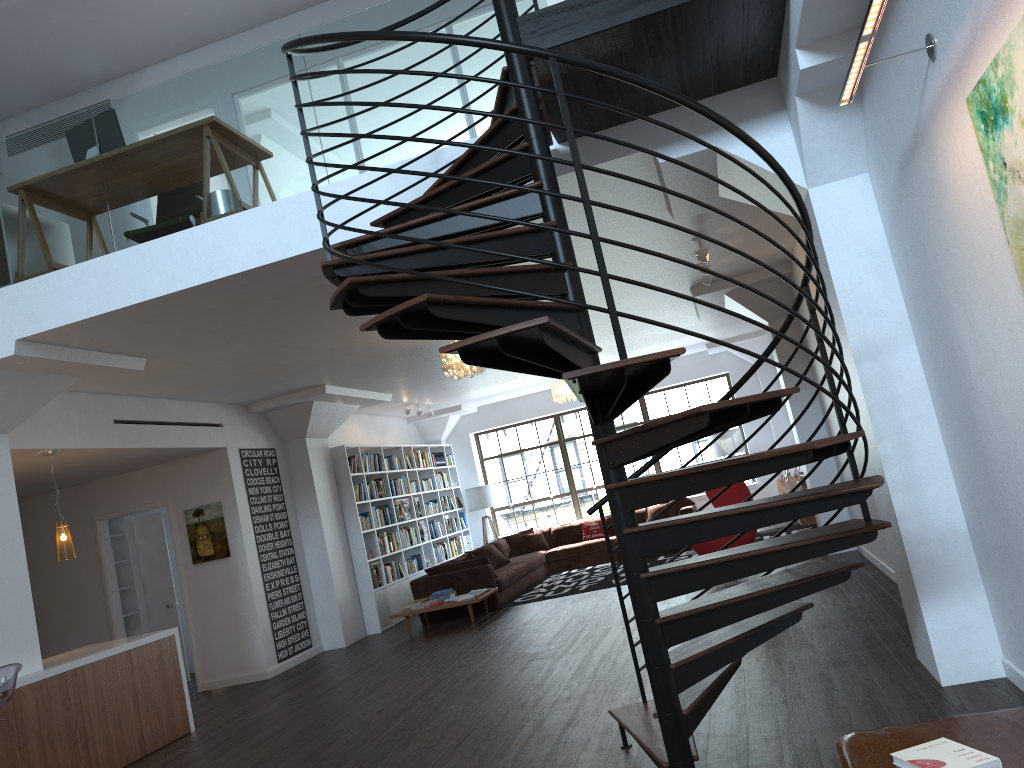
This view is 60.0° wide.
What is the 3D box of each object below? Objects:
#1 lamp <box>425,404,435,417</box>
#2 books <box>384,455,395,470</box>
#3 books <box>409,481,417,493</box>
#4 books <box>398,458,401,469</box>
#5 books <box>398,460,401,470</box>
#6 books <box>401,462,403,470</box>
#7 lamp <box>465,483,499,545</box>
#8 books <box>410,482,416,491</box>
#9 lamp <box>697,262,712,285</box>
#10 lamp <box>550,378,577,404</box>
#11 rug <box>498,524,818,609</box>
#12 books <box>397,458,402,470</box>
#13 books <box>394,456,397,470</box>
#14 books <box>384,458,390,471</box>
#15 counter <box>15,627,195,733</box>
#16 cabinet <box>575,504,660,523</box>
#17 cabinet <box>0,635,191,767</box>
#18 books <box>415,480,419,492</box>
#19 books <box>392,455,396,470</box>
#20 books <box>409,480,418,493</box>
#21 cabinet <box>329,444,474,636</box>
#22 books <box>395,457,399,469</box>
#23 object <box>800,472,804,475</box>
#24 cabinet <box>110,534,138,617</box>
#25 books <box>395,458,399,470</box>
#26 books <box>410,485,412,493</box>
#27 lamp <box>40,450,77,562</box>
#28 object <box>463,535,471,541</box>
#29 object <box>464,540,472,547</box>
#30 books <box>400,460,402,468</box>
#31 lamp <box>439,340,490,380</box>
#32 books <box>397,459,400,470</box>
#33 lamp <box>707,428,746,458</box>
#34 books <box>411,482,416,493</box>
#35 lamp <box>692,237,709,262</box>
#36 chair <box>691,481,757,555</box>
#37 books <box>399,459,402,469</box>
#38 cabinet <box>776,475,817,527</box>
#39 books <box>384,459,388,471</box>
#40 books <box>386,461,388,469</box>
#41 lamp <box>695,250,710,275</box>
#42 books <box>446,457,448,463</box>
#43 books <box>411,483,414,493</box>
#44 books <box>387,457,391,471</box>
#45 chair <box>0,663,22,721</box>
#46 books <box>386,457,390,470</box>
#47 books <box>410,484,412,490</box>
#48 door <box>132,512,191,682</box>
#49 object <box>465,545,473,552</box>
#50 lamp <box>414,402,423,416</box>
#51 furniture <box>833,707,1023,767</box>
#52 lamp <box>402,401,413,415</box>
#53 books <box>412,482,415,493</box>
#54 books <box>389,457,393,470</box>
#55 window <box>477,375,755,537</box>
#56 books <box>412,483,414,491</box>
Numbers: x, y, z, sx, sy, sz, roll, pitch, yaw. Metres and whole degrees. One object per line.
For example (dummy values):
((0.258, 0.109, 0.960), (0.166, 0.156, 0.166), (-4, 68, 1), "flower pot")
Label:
((-1.296, 0.422, 14.067), (0.120, 0.211, 0.111), (-11, -7, -13), "lamp")
((-1.808, 1.173, 13.015), (0.140, 0.231, 0.042), (-14, -7, 13), "books")
((-1.546, 1.598, 13.660), (0.139, 0.191, 0.036), (-14, -7, 13), "books")
((-1.737, 1.215, 13.257), (0.128, 0.178, 0.021), (-14, -7, 13), "books")
((-1.740, 1.213, 13.236), (0.128, 0.178, 0.022), (-14, -7, 13), "books")
((-1.704, 1.230, 13.340), (0.110, 0.153, 0.019), (-14, -7, 13), "books")
((-0.401, 2.578, 15.580), (0.545, 1.579, 0.545), (-13, -7, 2), "lamp")
((-1.549, 1.602, 13.631), (0.128, 0.178, 0.021), (-14, -7, 13), "books")
((1.752, -0.993, 8.039), (0.120, 0.211, 0.111), (-6, -9, -43), "lamp")
((0.769, 0.005, 12.968), (0.442, 0.539, 0.441), (-8, -8, -35), "lamp")
((2.120, 2.381, 11.925), (4.200, 0.007, 3.100), (-14, -7, 14), "rug")
((-1.738, 1.215, 13.284), (0.134, 0.184, 0.030), (-14, -7, 13), "books")
((-1.786, 1.180, 13.109), (0.140, 0.231, 0.042), (-14, -7, 13), "books")
((-1.853, 1.176, 12.792), (0.139, 0.191, 0.036), (-14, -7, 13), "books")
((-3.233, 2.102, 3.526), (3.039, 0.860, 8.182), (-10, -7, -16), "counter")
((1.883, 2.502, 15.084), (1.520, 0.625, 0.350), (-14, -7, 13), "cabinet")
((-3.703, 2.446, 5.297), (0.898, 0.796, 4.493), (-14, -7, 13), "cabinet")
((-1.530, 1.596, 13.718), (0.146, 0.202, 0.027), (-14, -7, 13), "books")
((-1.800, 1.180, 13.063), (0.158, 0.226, 0.052), (-14, -7, 13), "books")
((-1.544, 1.596, 13.693), (0.146, 0.202, 0.027), (-14, -7, 13), "books")
((-1.576, 2.153, 13.495), (0.461, 2.414, 4.500), (-14, -7, 13), "cabinet")
((-1.761, 1.202, 13.186), (0.136, 0.196, 0.045), (-14, -7, 13), "books")
((4.219, 1.327, 12.832), (0.089, 0.110, 0.089), (-8, -8, -32), "object")
((-4.566, 2.266, 11.428), (0.527, 2.991, 2.630), (-14, -7, 13), "cabinet")
((-1.767, 1.201, 13.145), (0.139, 0.191, 0.036), (-14, -7, 13), "books")
((-1.582, 1.602, 13.467), (0.110, 0.153, 0.019), (-14, -7, 13), "books")
((-3.706, 0.992, 7.247), (0.149, 0.900, 0.149), (-8, -8, -32), "lamp")
((-0.929, 2.708, 15.380), (0.316, 0.088, 0.410), (-14, -7, 13), "object")
((-0.903, 2.791, 15.368), (0.331, 0.088, 0.410), (-14, -7, 13), "object")
((-1.716, 1.221, 13.325), (0.109, 0.171, 0.018), (-14, -7, 13), "books")
((-0.449, -0.324, 8.067), (0.442, 0.539, 0.441), (-8, -8, -35), "lamp")
((-1.754, 1.202, 13.218), (0.127, 0.200, 0.020), (-14, -7, 13), "books")
((3.656, 1.548, 14.533), (0.545, 1.579, 0.545), (-16, -7, 24), "lamp")
((-1.555, 1.603, 13.604), (0.126, 0.173, 0.032), (-14, -7, 13), "books")
((1.505, -1.060, 7.047), (0.120, 0.211, 0.111), (-11, -7, -13), "lamp")
((2.338, 1.563, 9.838), (0.801, 1.006, 0.798), (-18, -9, 38), "chair")
((-1.730, 1.219, 13.308), (0.128, 0.178, 0.022), (-14, -7, 13), "books")
((3.992, 1.531, 12.153), (0.459, 0.350, 4.501), (-14, -7, 13), "cabinet")
((-1.862, 1.181, 12.736), (0.126, 0.173, 0.032), (-14, -7, 13), "books")
((-1.856, 1.180, 12.762), (0.128, 0.178, 0.021), (-14, -7, 13), "books")
((1.630, -1.026, 7.549), (0.120, 0.211, 0.111), (-9, -8, -28), "lamp")
((-1.177, 1.363, 15.431), (0.120, 0.167, 0.020), (-14, -7, 13), "books")
((-1.563, 1.601, 13.529), (0.106, 0.162, 0.032), (-14, -7, 13), "books")
((-1.837, 1.174, 12.849), (0.146, 0.202, 0.027), (-14, -7, 13), "books")
((-3.034, 2.168, 5.101), (0.481, 1.014, 0.530), (-14, -7, 15), "chair")
((-1.851, 1.175, 12.825), (0.146, 0.202, 0.027), (-14, -7, 13), "books")
((-1.579, 1.604, 13.486), (0.110, 0.153, 0.018), (-14, -7, 13), "books")
((-4.408, 2.625, 10.691), (0.826, 2.032, 0.174), (-14, -7, 13), "door")
((-0.885, 2.876, 15.358), (0.331, 0.088, 0.410), (-14, -7, 13), "object")
((-1.421, 0.388, 13.565), (0.120, 0.211, 0.111), (-9, -8, -28), "lamp")
((1.228, 1.104, 1.760), (0.907, 0.453, 1.819), (-14, -7, 13), "furniture")
((-1.544, 0.355, 13.075), (0.120, 0.211, 0.111), (-6, -9, -43), "lamp")
((-1.562, 1.603, 13.576), (0.122, 0.169, 0.023), (-14, -7, 13), "books")
((-1.821, 1.181, 12.930), (0.146, 0.202, 0.027), (-14, -7, 13), "books")
((1.741, 1.314, 15.762), (4.648, 1.905, 0.114), (-14, -7, 13), "window")
((-1.558, 1.600, 13.554), (0.107, 0.167, 0.017), (-14, -7, 13), "books")
